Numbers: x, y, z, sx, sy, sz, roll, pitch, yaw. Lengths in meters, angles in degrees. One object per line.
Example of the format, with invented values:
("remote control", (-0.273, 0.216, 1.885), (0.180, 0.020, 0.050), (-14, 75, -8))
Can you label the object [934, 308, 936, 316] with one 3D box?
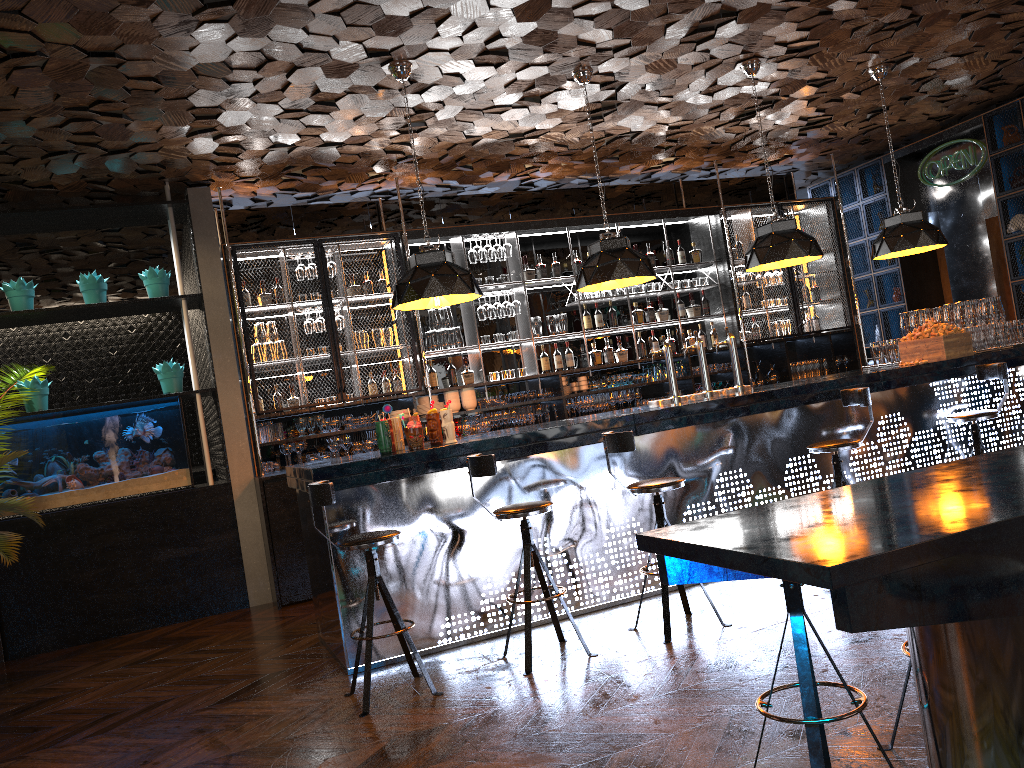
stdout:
("object", (3.693, -0.556, 7.652), (0.105, 0.209, 0.105), (-9, -1, 4))

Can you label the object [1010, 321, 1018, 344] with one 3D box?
("object", (4.137, -0.420, 7.293), (0.105, 0.209, 0.105), (-9, -1, 4))

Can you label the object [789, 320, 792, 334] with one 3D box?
("object", (3.175, -0.626, 10.059), (0.105, 0.209, 0.105), (-8, -1, -36))

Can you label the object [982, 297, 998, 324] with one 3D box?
("object", (3.814, -0.586, 7.089), (0.105, 0.209, 0.105), (-9, -1, 4))

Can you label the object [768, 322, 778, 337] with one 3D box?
("object", (2.945, -0.592, 9.973), (0.105, 0.209, 0.105), (-8, -1, -36))

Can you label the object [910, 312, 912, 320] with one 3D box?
("object", (3.436, -0.518, 7.541), (0.105, 0.209, 0.105), (-9, -1, 4))

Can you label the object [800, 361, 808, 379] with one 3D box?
("object", (3.232, -0.138, 9.797), (0.079, 0.231, 0.079), (-8, -2, -45))

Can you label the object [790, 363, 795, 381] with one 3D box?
("object", (3.062, -0.112, 9.725), (0.079, 0.231, 0.079), (-9, -1, 14))

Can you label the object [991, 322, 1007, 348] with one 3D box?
("object", (3.849, -0.382, 7.021), (0.105, 0.209, 0.105), (-9, -1, 4))

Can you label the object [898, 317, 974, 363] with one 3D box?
("object", (3.313, -0.355, 6.936), (0.340, 0.332, 0.464), (-9, -1, -18))

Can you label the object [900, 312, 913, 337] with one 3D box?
("object", (3.335, -0.503, 7.495), (0.105, 0.209, 0.105), (-9, -1, 4))

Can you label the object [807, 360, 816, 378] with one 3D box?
("object", (3.323, -0.151, 9.832), (0.079, 0.231, 0.079), (-9, -1, 5))

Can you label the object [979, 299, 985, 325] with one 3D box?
("object", (3.865, -0.591, 7.240), (0.105, 0.209, 0.105), (-9, -1, 4))

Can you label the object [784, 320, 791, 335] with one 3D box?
("object", (3.081, -0.613, 9.970), (0.105, 0.209, 0.105), (-8, -1, -36))

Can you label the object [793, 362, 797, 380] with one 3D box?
("object", (3.169, -0.124, 9.964), (0.079, 0.231, 0.079), (-9, -1, 11))

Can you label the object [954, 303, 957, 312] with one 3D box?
("object", (3.608, -0.553, 7.129), (0.105, 0.209, 0.105), (-9, -1, 4))

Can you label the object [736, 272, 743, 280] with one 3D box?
("object", (2.492, -1.185, 9.764), (0.089, 0.092, 0.089), (-9, -1, 4))

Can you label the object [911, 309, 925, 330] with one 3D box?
("object", (3.385, -0.513, 7.390), (0.105, 0.209, 0.105), (-9, -1, 4))

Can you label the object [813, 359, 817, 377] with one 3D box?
("object", (3.421, -0.164, 9.964), (0.079, 0.231, 0.079), (-8, -1, -42))

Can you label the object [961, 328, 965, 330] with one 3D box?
("object", (3.562, -0.336, 7.022), (0.105, 0.209, 0.105), (-9, -1, 4))

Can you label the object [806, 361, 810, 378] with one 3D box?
("object", (3.332, -0.150, 9.930), (0.079, 0.231, 0.079), (-9, -1, -20))

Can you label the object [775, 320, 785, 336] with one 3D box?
("object", (2.993, -0.601, 9.868), (0.105, 0.209, 0.105), (-8, -1, -36))

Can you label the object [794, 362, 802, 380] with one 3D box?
("object", (3.156, -0.126, 9.764), (0.079, 0.231, 0.079), (-8, -1, -25))

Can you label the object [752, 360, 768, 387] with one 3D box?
("object", (2.708, -0.098, 9.724), (0.170, 0.313, 0.170), (-8, -1, -27))

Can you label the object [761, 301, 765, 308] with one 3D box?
("object", (2.844, -0.888, 9.949), (0.089, 0.092, 0.089), (-10, -1, 35))

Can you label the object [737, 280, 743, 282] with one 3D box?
("object", (2.495, -1.165, 9.763), (0.089, 0.092, 0.089), (-9, -1, 4))

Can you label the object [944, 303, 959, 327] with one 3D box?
("object", (3.506, -0.538, 7.082), (0.105, 0.209, 0.105), (-9, -1, 4))

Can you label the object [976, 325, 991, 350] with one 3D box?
("object", (3.689, -0.358, 6.963), (0.105, 0.209, 0.105), (-9, -1, 4))

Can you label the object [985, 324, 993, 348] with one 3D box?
("object", (3.819, -0.375, 7.133), (0.105, 0.209, 0.105), (-9, -1, 4))

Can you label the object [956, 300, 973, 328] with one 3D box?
("object", (3.556, -0.548, 6.977), (0.105, 0.209, 0.105), (-9, -1, 4))

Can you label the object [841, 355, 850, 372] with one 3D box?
("object", (3.779, -0.216, 10.046), (0.101, 0.227, 0.101), (-8, -2, -44))

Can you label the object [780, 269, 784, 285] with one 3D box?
("object", (3.075, -1.260, 10.128), (0.092, 0.244, 0.092), (-8, -1, -27))

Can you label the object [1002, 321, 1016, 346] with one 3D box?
("object", (3.947, -0.396, 7.074), (0.105, 0.209, 0.105), (-9, -1, 4))

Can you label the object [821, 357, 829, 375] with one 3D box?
("object", (3.502, -0.178, 9.901), (0.079, 0.231, 0.079), (-8, -1, -25))

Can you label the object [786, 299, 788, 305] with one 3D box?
("object", (3.119, -0.931, 9.945), (0.089, 0.092, 0.089), (-8, -1, -37))

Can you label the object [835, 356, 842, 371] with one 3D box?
("object", (3.661, -0.199, 9.956), (0.101, 0.227, 0.101), (-8, -2, -44))

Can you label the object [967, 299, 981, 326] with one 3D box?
("object", (3.639, -0.560, 7.015), (0.105, 0.209, 0.105), (-9, -1, 4))

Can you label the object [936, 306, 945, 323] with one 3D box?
("object", (3.642, -0.551, 7.501), (0.105, 0.209, 0.105), (-9, -1, 4))

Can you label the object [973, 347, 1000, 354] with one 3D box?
("object", (3.614, -0.246, 7.059), (0.273, 0.019, 0.437), (-8, -1, -21))

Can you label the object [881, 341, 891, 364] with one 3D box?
("object", (3.177, -0.265, 7.509), (0.105, 0.209, 0.105), (-9, -1, 4))

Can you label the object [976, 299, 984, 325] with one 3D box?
("object", (3.763, -0.576, 7.194), (0.105, 0.209, 0.105), (-9, -1, 4))

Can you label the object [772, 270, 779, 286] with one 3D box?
("object", (2.979, -1.246, 10.090), (0.092, 0.244, 0.092), (-8, -1, -27))

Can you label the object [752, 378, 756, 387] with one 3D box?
("object", (2.545, -0.071, 9.659), (0.186, 0.307, 0.186), (-9, -1, -16))

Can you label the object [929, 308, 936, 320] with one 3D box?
("object", (3.592, -0.541, 7.606), (0.105, 0.209, 0.105), (-9, -1, 4))

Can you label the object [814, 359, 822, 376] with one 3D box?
("object", (3.408, -0.164, 9.862), (0.079, 0.231, 0.079), (-9, -1, 14))

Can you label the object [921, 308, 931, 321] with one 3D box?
("object", (3.467, -0.525, 7.427), (0.105, 0.209, 0.105), (-9, -1, 4))

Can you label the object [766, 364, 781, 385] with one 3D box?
("object", (2.863, -0.090, 9.722), (0.158, 0.248, 0.158), (-8, -1, -27))

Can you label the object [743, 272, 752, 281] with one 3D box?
("object", (2.601, -1.181, 9.792), (0.089, 0.092, 0.089), (-10, -1, 29))

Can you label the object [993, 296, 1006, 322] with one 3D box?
("object", (3.896, -0.598, 7.126), (0.105, 0.209, 0.105), (-9, -1, 4))

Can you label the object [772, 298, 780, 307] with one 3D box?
("object", (2.966, -0.907, 9.950), (0.089, 0.092, 0.089), (-9, -1, -21))

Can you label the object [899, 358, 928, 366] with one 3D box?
("object", (3.048, -0.164, 6.715), (0.198, 0.045, 0.377), (-9, -1, 17))

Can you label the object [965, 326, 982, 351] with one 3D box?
("object", (3.592, -0.343, 6.910), (0.105, 0.209, 0.105), (-9, -1, 4))

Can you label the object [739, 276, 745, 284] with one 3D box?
("object", (2.563, -1.172, 9.953), (0.089, 0.092, 0.089), (-9, -1, 4))

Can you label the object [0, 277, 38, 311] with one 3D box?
("object", (-4.002, -0.710, 7.200), (0.245, 0.325, 0.265), (-10, -1, 33))

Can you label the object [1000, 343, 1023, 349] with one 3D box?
("object", (3.871, -0.284, 7.171), (0.273, 0.019, 0.437), (-8, -1, -21))
